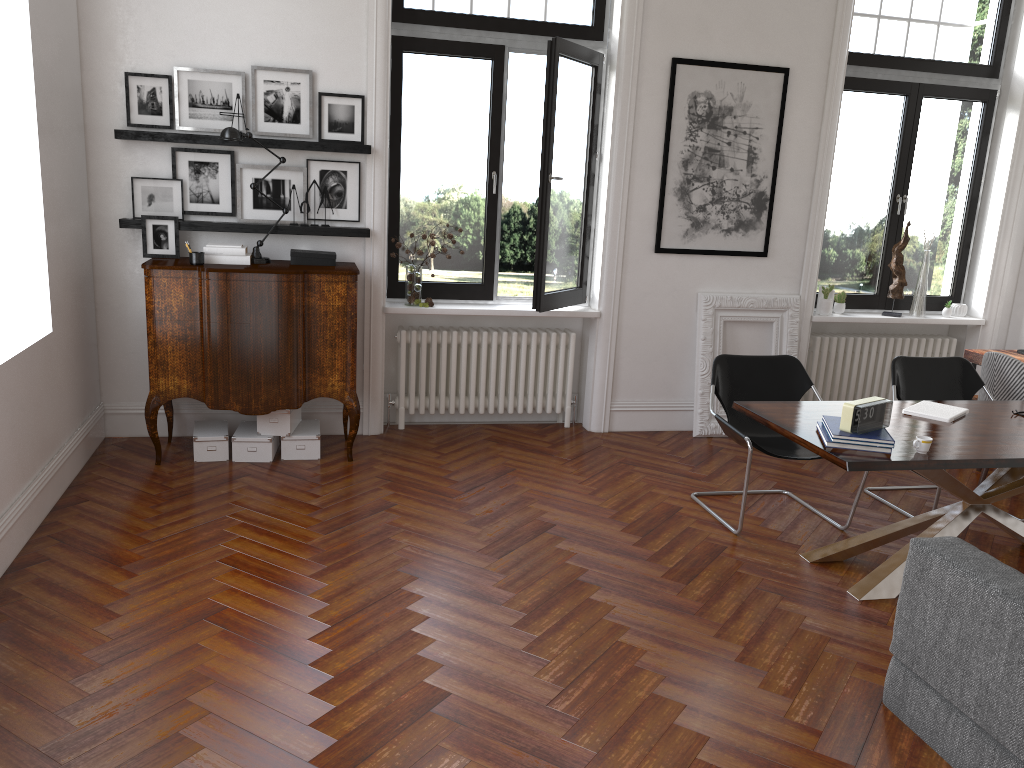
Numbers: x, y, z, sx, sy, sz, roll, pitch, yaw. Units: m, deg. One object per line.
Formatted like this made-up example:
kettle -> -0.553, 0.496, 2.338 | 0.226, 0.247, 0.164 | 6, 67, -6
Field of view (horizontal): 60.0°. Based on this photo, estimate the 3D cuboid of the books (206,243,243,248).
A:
books -> -1.744, -0.843, 5.391 | 0.200, 0.014, 0.178 | 0, 13, -13

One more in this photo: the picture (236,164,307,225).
picture -> -1.539, -1.213, 5.692 | 0.434, 0.367, 0.020 | 0, 14, -13

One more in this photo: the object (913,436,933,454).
object -> 1.732, 0.258, 3.756 | 0.082, 0.065, 0.064 | 5, 13, 7

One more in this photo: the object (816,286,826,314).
object -> 2.415, -0.657, 6.931 | 0.051, 0.214, 0.051 | 8, 15, 21

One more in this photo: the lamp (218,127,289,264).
lamp -> -1.571, -1.145, 5.443 | 0.174, 0.806, 0.490 | 15, 18, 40

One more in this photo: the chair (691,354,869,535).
chair -> 1.485, 0.331, 4.970 | 0.752, 0.877, 0.742 | 0, 14, -13

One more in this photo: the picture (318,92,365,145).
picture -> -1.091, -1.696, 5.671 | 0.289, 0.305, 0.020 | 0, 14, -13

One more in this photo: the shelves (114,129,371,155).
shelves -> -1.646, -1.503, 5.519 | 1.515, 0.055, 0.157 | 0, 13, -13

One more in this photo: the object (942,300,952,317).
object -> 3.516, -0.607, 7.155 | 0.072, 0.135, 0.071 | 6, 14, 11

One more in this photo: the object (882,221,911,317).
object -> 3.042, -0.907, 6.975 | 0.165, 0.757, 0.142 | 11, 16, 28

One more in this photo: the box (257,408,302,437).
box -> -1.494, 0.196, 5.703 | 0.209, 0.178, 0.392 | 2, 13, -3

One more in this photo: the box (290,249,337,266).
box -> -1.259, -0.800, 5.619 | 0.282, 0.087, 0.207 | 0, 13, -13

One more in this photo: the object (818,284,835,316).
object -> 2.421, -0.653, 6.843 | 0.102, 0.245, 0.098 | -7, 17, -35

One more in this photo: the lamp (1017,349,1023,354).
lamp -> 3.837, -0.467, 6.381 | 0.207, 0.552, 0.439 | 5, 14, 10

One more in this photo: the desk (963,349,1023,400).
desk -> 3.871, 0.312, 5.930 | 0.647, 0.761, 1.789 | 0, 13, -13

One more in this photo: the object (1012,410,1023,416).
object -> 2.648, 0.140, 4.543 | 0.132, 0.047, 0.114 | 14, 17, 38

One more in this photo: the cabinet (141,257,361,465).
cabinet -> -1.604, -0.141, 5.572 | 1.266, 1.224, 0.637 | 0, 14, -13

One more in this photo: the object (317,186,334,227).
object -> -1.212, -1.154, 5.760 | 0.110, 0.263, 0.040 | 0, 14, -13

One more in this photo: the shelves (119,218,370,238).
shelves -> -1.674, -0.994, 5.646 | 1.515, 0.055, 0.155 | 0, 13, -13

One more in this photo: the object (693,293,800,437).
object -> 1.770, -0.135, 6.662 | 0.830, 1.067, 0.232 | 0, 14, -13

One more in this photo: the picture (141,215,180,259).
picture -> -2.163, -0.905, 5.460 | 0.213, 0.259, 0.020 | 0, 14, -13

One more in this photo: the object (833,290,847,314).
object -> 2.594, -0.649, 7.002 | 0.097, 0.186, 0.098 | 5, 14, 9

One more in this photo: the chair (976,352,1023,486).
chair -> 3.303, 0.244, 5.761 | 0.547, 0.904, 0.713 | -2, 14, -20

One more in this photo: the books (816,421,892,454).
books -> 1.499, 0.233, 3.904 | 0.264, 0.027, 0.346 | 6, 13, 11

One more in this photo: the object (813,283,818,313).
object -> 2.347, -0.674, 6.932 | 0.051, 0.239, 0.051 | 8, 15, 21

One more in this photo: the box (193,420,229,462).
box -> -1.915, 0.366, 5.649 | 0.209, 0.178, 0.392 | -1, 14, -18

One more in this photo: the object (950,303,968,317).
object -> 3.664, -0.608, 7.278 | 0.134, 0.098, 0.132 | -9, 18, -42

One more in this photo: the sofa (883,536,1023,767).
sofa -> 2.789, 0.940, 2.890 | 2.645, 0.833, 1.256 | 0, 13, -13

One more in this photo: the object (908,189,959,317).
object -> 3.327, -1.047, 6.978 | 0.296, 1.059, 0.288 | 1, 14, -10

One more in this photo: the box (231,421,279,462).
box -> -1.638, 0.373, 5.684 | 0.245, 0.178, 0.392 | 1, 13, -8

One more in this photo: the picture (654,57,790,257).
picture -> 1.492, -1.586, 6.318 | 0.883, 1.330, 0.035 | 0, 14, -13

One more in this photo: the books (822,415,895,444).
books -> 1.512, 0.198, 3.885 | 0.250, 0.017, 0.343 | 6, 13, 11

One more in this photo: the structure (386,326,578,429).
structure -> -0.199, -0.023, 6.578 | 1.453, 0.782, 0.224 | 0, 14, -13

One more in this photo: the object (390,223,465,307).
object -> -0.558, -0.851, 6.202 | 0.541, 0.602, 0.316 | -9, 18, -41

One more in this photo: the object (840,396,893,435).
object -> 1.540, 0.136, 3.848 | 0.275, 0.126, 0.081 | -7, 17, -39

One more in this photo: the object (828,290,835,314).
object -> 2.484, -0.640, 6.927 | 0.051, 0.189, 0.051 | 8, 15, 21

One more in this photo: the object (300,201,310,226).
object -> -1.327, -1.090, 5.683 | 0.066, 0.161, 0.040 | 0, 14, -13

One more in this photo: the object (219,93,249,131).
object -> -1.714, -1.658, 5.474 | 0.174, 0.261, 0.040 | 0, 14, -13

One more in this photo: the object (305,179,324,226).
object -> -1.273, -1.165, 5.714 | 0.118, 0.300, 0.040 | 0, 14, -13

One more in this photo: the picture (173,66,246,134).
picture -> -1.862, -1.749, 5.477 | 0.415, 0.369, 0.020 | 0, 14, -13

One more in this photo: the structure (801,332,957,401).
structure -> 2.987, -0.019, 7.326 | 1.453, 0.782, 0.224 | 0, 14, -13

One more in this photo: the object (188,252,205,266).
object -> -1.846, -0.732, 5.195 | 0.091, 0.078, 0.091 | -8, 17, -39

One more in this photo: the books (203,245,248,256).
books -> -1.747, -0.820, 5.419 | 0.239, 0.044, 0.253 | 0, 13, -13

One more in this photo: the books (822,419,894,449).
books -> 1.511, 0.215, 3.889 | 0.250, 0.017, 0.343 | 6, 13, 11

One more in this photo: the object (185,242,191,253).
object -> -1.877, -0.770, 5.169 | 0.050, 0.120, 0.010 | 0, 14, -11

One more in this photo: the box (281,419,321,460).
box -> -1.375, 0.366, 5.776 | 0.245, 0.178, 0.392 | 0, 13, -13

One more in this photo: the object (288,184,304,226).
object -> -1.397, -1.145, 5.681 | 0.124, 0.261, 0.040 | 0, 14, -13

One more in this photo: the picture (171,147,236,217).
picture -> -1.939, -1.269, 5.583 | 0.373, 0.408, 0.020 | 0, 14, -13

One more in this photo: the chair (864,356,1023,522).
chair -> 2.630, 0.332, 5.238 | 0.752, 0.877, 0.742 | 0, 14, -13

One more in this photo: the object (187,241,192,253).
object -> -1.876, -0.769, 5.195 | 0.046, 0.140, 0.010 | -1, 14, -16

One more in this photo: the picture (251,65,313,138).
picture -> -1.443, -1.768, 5.570 | 0.369, 0.411, 0.020 | 0, 14, -13

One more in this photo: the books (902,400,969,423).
books -> 2.150, 0.139, 4.492 | 0.230, 0.026, 0.325 | 14, 17, 40

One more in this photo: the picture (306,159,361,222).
picture -> -1.162, -1.256, 5.771 | 0.343, 0.386, 0.020 | 0, 14, -13

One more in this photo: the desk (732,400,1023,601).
desk -> 2.299, 0.568, 4.383 | 2.226, 0.755, 1.025 | 0, 13, -13

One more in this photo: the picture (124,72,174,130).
picture -> -2.209, -1.724, 5.402 | 0.267, 0.317, 0.020 | 0, 14, -13

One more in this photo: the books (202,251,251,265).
books -> -1.749, -0.769, 5.426 | 0.294, 0.057, 0.228 | 0, 13, -13

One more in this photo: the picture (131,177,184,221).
picture -> -2.206, -1.153, 5.525 | 0.300, 0.255, 0.020 | 0, 14, -13
